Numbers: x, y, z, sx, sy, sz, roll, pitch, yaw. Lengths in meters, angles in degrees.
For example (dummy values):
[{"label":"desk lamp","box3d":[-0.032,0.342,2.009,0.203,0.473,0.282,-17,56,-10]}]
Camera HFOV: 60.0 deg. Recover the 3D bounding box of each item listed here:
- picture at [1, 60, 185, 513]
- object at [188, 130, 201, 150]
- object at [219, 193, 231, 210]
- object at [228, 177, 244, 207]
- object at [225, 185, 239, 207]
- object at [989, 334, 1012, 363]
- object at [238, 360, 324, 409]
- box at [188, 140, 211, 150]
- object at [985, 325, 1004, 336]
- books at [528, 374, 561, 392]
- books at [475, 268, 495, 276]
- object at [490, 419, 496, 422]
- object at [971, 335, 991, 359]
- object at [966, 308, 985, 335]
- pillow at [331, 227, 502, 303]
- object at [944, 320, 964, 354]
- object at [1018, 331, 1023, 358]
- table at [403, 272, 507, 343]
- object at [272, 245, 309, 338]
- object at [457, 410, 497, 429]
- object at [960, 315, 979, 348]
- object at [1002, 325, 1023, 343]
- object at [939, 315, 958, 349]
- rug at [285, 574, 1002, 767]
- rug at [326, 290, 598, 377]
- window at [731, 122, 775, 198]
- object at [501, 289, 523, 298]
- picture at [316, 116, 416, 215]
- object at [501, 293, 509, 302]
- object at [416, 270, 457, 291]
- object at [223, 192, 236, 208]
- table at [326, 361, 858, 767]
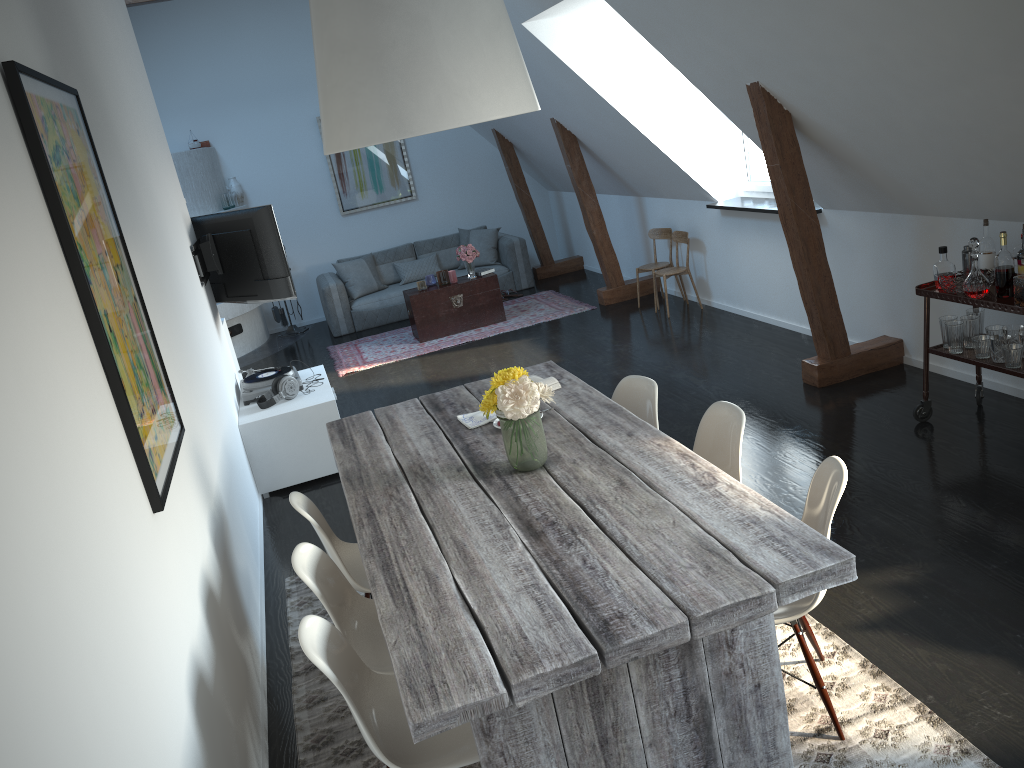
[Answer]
[{"label":"picture","box3d":[-1.186,-0.296,2.630,0.036,1.181,0.808,-16,17,-12]},{"label":"object","box3d":[-3.606,-2.764,10.026,0.066,0.221,0.231,-7,17,17]},{"label":"object","box3d":[-3.237,-2.058,10.012,0.092,0.180,0.092,-7,17,15]},{"label":"object","box3d":[-3.258,-2.255,10.472,0.165,0.368,0.165,-25,21,-39]},{"label":"object","box3d":[-3.243,-2.183,10.301,0.081,0.258,0.150,-6,18,20]},{"label":"object","box3d":[2.312,-0.166,4.193,0.095,0.119,0.095,1,21,37]},{"label":"object","box3d":[-1.557,-0.027,5.998,0.558,0.162,0.742,-16,17,-15]},{"label":"box","box3d":[-3.620,-2.761,10.283,0.229,0.078,0.127,-16,17,-12]},{"label":"object","box3d":[2.398,-0.232,4.393,0.092,0.099,0.092,-23,20,-33]},{"label":"books","box3d":[0.070,0.008,3.973,0.202,0.042,0.251,-19,18,-23]},{"label":"books","box3d":[-0.319,-1.162,9.191,0.179,0.034,0.243,-23,20,-33]},{"label":"object","box3d":[-0.040,0.118,3.727,0.182,0.014,0.185,-25,21,-37]},{"label":"object","box3d":[2.279,-0.178,4.296,0.092,0.099,0.092,-23,20,-33]},{"label":"object","box3d":[2.380,-0.305,4.548,0.087,0.155,0.087,-25,21,-38]},{"label":"pillow","box3d":[-1.073,-1.464,10.534,2.075,0.515,0.444,-16,17,-12]},{"label":"object","box3d":[2.210,-0.232,4.423,0.087,0.155,0.087,-25,21,-38]},{"label":"object","box3d":[2.437,-0.186,4.172,0.095,0.119,0.095,1,21,37]},{"label":"table","box3d":[-0.590,-0.803,9.103,0.962,0.492,0.471,-16,17,-12]},{"label":"object","box3d":[-2.790,-1.202,10.660,0.376,1.245,0.376,-22,19,-31]},{"label":"object","box3d":[-0.124,0.135,3.724,0.182,0.016,0.179,-17,17,-17]},{"label":"object","box3d":[2.304,-0.262,4.457,0.087,0.155,0.087,-25,21,-38]},{"label":"object","box3d":[2.426,-0.218,4.289,0.095,0.119,0.095,1,21,37]},{"label":"object","box3d":[2.226,-0.263,4.516,0.087,0.155,0.087,-25,21,-38]},{"label":"rug","box3d":[0.120,1.025,3.374,1.898,0.022,2.677,-16,17,-12]},{"label":"rug","box3d":[-0.576,-0.575,9.184,2.647,0.029,1.512,-15,17,-12]},{"label":"window","box3d":[-0.580,-2.233,3.848,5.959,4.249,8.018,-16,17,-12]},{"label":"object","box3d":[0.006,-1.056,10.240,0.277,0.090,0.101,-1,20,32]},{"label":"picture","box3d":[-1.776,-2.767,10.890,0.965,1.185,0.025,-16,17,-12]},{"label":"object","box3d":[-0.133,-1.007,10.176,0.101,0.090,0.277,-19,18,-23]},{"label":"object","box3d":[-0.769,-1.071,9.026,0.413,0.138,0.215,-12,16,-1]},{"label":"object","box3d":[-3.236,-2.104,10.167,0.092,0.180,0.092,-9,17,10]},{"label":"table","box3d":[0.061,0.664,3.250,1.141,0.788,2.421,-16,17,-12]}]
